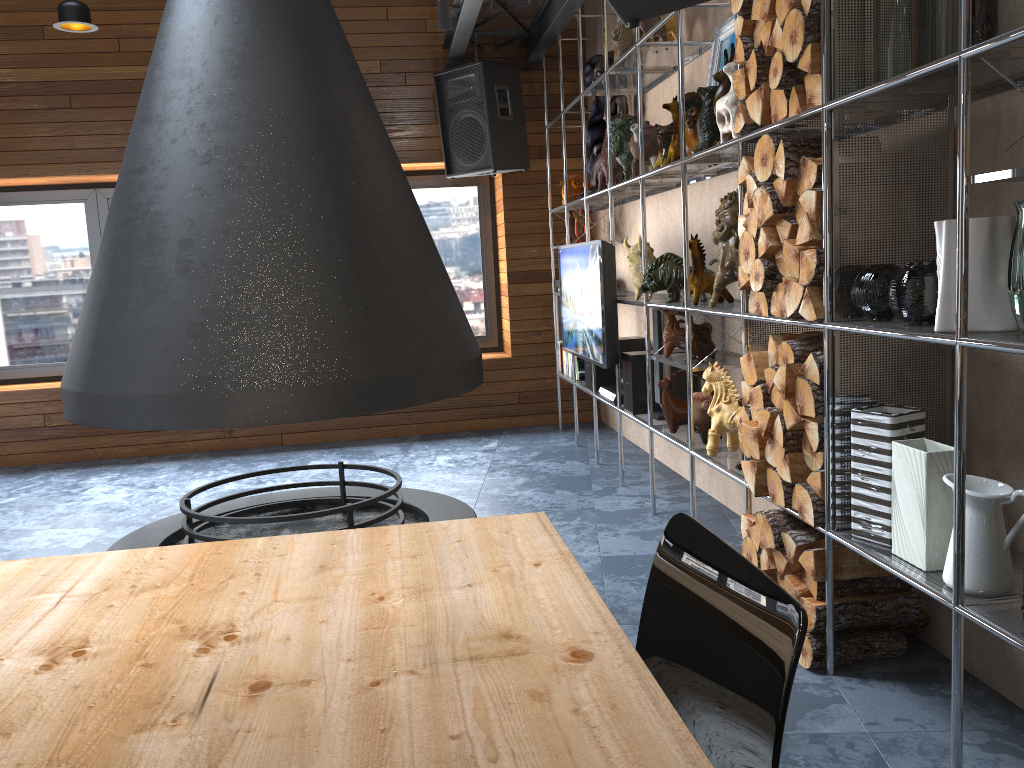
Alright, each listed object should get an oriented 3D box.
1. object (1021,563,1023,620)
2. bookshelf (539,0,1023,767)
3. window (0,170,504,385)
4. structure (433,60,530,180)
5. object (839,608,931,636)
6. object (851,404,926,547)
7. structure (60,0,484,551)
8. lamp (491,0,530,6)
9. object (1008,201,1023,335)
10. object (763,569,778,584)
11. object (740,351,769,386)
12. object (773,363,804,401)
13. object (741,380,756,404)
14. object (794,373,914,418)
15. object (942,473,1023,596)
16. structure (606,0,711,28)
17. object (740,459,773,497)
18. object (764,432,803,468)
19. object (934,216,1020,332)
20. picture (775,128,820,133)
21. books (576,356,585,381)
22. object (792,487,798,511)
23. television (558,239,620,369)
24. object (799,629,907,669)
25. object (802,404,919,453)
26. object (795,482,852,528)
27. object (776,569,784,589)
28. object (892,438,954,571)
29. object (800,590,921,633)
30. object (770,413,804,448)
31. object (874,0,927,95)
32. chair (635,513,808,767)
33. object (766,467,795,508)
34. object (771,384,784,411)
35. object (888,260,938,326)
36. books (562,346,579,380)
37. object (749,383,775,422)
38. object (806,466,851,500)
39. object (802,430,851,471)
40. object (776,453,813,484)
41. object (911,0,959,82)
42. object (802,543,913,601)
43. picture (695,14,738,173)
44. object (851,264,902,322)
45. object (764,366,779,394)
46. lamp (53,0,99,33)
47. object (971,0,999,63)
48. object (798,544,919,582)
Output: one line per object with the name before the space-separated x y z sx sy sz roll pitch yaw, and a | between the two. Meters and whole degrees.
object | 1.087 0.334 1.763 0.125 0.295 0.130 -1 8 17
bookshelf | 1.122 -2.099 0.749 0.421 6.218 10.741 -4 8 -8
window | -2.989 -0.755 6.533 5.936 1.521 0.101 -4 7 -8
structure | -0.179 -1.759 5.952 0.461 0.735 0.488 4 10 42
object | 1.036 0.733 2.692 0.428 0.131 0.154 -4 8 -7
object | 0.991 0.237 2.342 0.140 0.347 0.139 -7 8 -28
structure | -0.756 -1.923 2.174 1.197 5.699 1.689 -4 7 -8
lamp | -0.084 -2.746 5.166 0.475 1.001 0.475 -1 8 16
object | 1.043 -0.224 1.720 0.144 0.264 0.142 0 8 22
object | 0.969 0.641 2.872 0.330 0.098 0.104 -4 8 -10
object | 0.909 -0.058 2.875 0.299 0.119 0.151 -4 7 -5
object | 0.953 -0.020 2.604 0.362 0.115 0.098 -4 8 -8
object | 0.922 0.032 2.946 0.308 0.120 0.098 -5 8 -12
object | 0.963 0.023 2.507 0.299 0.114 0.135 -4 8 -10
object | 1.053 0.333 1.971 0.171 0.245 0.146 0 8 22
structure | 0.376 -1.274 2.043 0.506 0.744 0.460 -1 8 18
object | 0.940 0.282 2.866 0.362 0.131 0.154 -4 8 -7
object | 0.939 0.188 2.742 0.288 0.118 0.147 -5 8 -11
object | 1.022 -0.241 1.946 0.175 0.241 0.165 1 8 28
picture | 1.008 -1.281 3.129 0.090 0.863 0.530 -4 7 -8
books | 0.504 -0.121 5.893 0.138 0.185 0.081 -4 7 -8
object | 0.991 0.328 2.638 0.303 0.095 0.087 -4 8 -8
television | 0.422 -0.460 4.903 0.115 0.638 1.075 -4 8 -7
object | 0.988 0.759 2.586 0.312 0.110 0.103 -5 8 -11
object | 0.987 0.121 2.508 0.309 0.121 0.111 -4 8 -8
object | 0.975 0.330 2.546 0.287 0.112 0.126 -4 8 -8
object | 0.993 0.613 2.783 0.288 0.118 0.147 -5 8 -11
object | 1.005 0.289 2.156 0.092 0.287 0.148 -4 7 -8
object | 1.008 0.658 2.571 0.321 0.109 0.110 -4 7 -7
object | 0.958 0.130 2.683 0.331 0.110 0.101 -4 7 -6
object | 0.946 -0.875 2.156 0.122 0.313 0.122 -1 8 13
chair | 0.065 0.633 1.124 0.599 0.825 0.527 -4 7 -8
object | 0.952 0.303 2.741 0.299 0.114 0.135 -4 8 -10
object | 0.973 0.025 2.704 0.321 0.128 0.164 -4 8 -8
object | 0.986 -0.219 2.134 0.151 0.154 0.151 -4 7 -4
books | 0.459 -0.157 6.095 0.139 0.208 0.461 -4 8 -8
object | 0.916 0.042 2.845 0.290 0.153 0.112 -5 8 -11
object | 0.998 0.264 2.520 0.303 0.088 0.095 -4 8 -9
object | 1.004 0.176 2.569 0.286 0.143 0.143 -4 8 -8
object | 0.967 0.235 2.663 0.330 0.098 0.104 -4 8 -10
object | 0.967 -0.825 2.002 0.113 0.253 0.112 -4 7 -7
object | 1.011 0.547 2.599 0.288 0.135 0.109 -4 7 -4
picture | 0.908 -1.229 3.698 0.136 0.625 0.544 -4 7 -8
object | 0.962 -0.237 2.307 0.150 0.146 0.148 -7 8 -28
object | 0.948 -0.019 2.772 0.303 0.090 0.098 -4 8 -9
lamp | -2.265 -2.594 4.420 0.210 1.565 0.210 1 9 30
object | 0.979 -0.785 1.839 0.058 0.215 0.077 -1 8 19
object | 1.000 0.499 2.555 0.331 0.105 0.105 -5 8 -11
